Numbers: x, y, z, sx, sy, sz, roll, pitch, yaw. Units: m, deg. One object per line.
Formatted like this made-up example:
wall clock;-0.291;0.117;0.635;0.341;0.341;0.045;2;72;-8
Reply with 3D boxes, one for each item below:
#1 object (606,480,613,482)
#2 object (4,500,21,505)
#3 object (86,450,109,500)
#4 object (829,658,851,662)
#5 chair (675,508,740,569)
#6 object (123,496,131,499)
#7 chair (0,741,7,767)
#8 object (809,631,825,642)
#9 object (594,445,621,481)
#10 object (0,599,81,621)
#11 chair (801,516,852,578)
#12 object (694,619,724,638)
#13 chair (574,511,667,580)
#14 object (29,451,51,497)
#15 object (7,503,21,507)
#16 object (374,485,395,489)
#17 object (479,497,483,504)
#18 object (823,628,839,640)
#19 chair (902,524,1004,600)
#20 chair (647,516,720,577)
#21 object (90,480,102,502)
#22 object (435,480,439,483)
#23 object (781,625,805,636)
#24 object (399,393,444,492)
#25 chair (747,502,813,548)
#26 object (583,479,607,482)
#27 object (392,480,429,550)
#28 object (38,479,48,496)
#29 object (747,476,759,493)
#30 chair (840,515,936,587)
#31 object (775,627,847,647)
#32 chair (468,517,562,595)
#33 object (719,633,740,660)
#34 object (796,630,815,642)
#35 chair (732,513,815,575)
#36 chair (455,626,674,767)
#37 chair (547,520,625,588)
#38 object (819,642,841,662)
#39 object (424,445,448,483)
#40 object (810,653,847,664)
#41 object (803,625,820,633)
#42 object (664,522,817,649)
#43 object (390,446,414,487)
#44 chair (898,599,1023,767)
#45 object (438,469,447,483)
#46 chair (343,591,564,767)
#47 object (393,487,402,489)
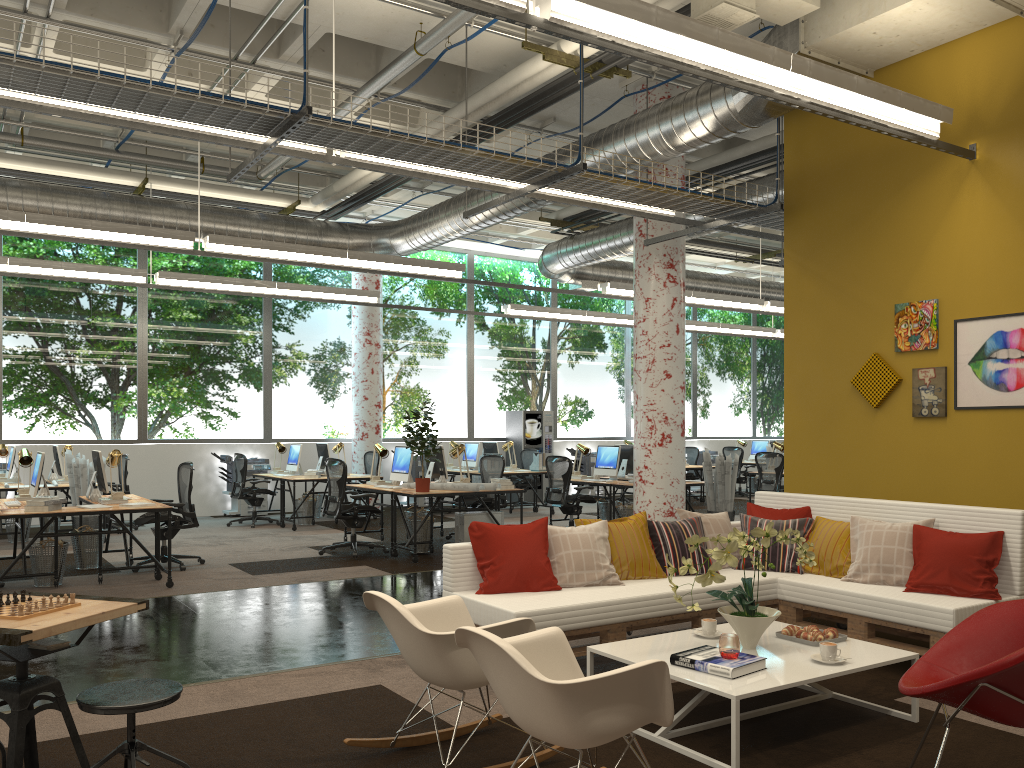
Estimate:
object;1.299;1.290;11.781;0.106;0.029;0.059;2;-3;-32
object;-4.637;1.107;8.223;0.118;0.017;0.439;2;-4;-33
object;-4.134;0.906;8.828;0.190;0.485;0.484;0;-1;-33
object;1.514;1.274;4.080;0.132;0.011;0.028;1;-3;-16
chair;1.425;1.095;6.253;0.545;0.437;0.335;1;-1;-28
object;-3.934;1.144;8.927;0.118;0.017;0.439;2;-4;-33
chair;-2.160;1.334;3.346;0.346;0.497;0.338;0;-1;17
object;1.560;1.286;4.512;0.064;0.055;0.121;0;-3;-11
object;1.328;1.084;12.159;0.190;0.485;0.484;0;-1;-33
object;-1.770;0.813;3.198;0.273;0.012;0.273;-1;-3;17
chair;2.154;1.104;5.924;0.366;0.381;0.521;1;-2;-36
object;1.033;1.277;4.639;0.160;0.090;0.160;0;-2;-8
chair;0.712;1.067;5.782;0.546;0.438;0.316;1;-1;-21
object;-4.436;0.879;8.322;0.190;0.485;0.484;0;-1;-33
object;-4.465;1.085;7.943;0.106;0.029;0.059;2;-3;-32
object;-1.468;1.196;10.304;0.118;0.017;0.439;2;-4;-33
object;-0.477;1.986;15.014;0.353;0.435;0.359;1;-2;-36
object;1.646;1.288;4.567;0.072;0.062;0.136;0;-3;14
chair;2.611;1.054;5.225;0.519;0.395;0.335;-1;-2;35
chair;1.116;1.110;5.970;0.523;0.408;0.341;1;-1;-17
object;-4.002;1.027;8.512;0.101;0.209;0.101;0;-1;12
object;-0.937;1.242;11.288;0.106;0.029;0.059;2;-3;-32
object;1.460;1.289;4.620;0.135;0.061;0.072;1;-2;-13
object;-0.986;0.628;9.553;0.439;1.077;0.514;0;-1;-42
chair;1.925;1.090;6.406;0.534;0.437;0.287;-1;-1;30
object;1.127;1.312;12.060;0.118;0.017;0.439;2;-4;-33
object;-1.173;1.470;10.425;0.104;0.933;0.849;0;-1;-38
object;-4.569;1.034;8.638;0.101;0.209;0.101;0;-1;12
object;5.478;2.250;19.953;0.353;0.435;0.359;1;-2;-36
chair;2.366;1.054;5.575;0.526;0.427;0.312;-1;-2;36
object;1.547;1.306;4.581;0.267;0.026;0.267;2;-4;-33
chair;0.006;1.040;5.343;0.534;0.444;0.301;1;-1;-17
object;0.985;1.190;4.012;0.094;0.106;0.094;0;-1;18
object;1.485;1.285;4.518;0.070;0.060;0.131;0;-3;-11
chair;1.807;1.114;6.135;0.516;0.392;0.358;-1;-2;26
chair;0.182;1.197;3.112;0.794;0.753;0.614;1;-2;-33
chair;0.409;1.073;5.549;0.525;0.401;0.332;0;-1;-14
object;1.477;1.247;4.124;0.086;0.085;0.079;0;-1;-4
object;-0.965;0.995;10.909;0.190;0.485;0.484;0;-1;-33
object;1.473;1.284;4.124;0.160;0.020;0.160;-1;-3;21
object;1.579;1.293;4.644;0.064;0.055;0.121;0;-3;-11
object;1.159;1.001;4.403;0.788;0.616;0.418;1;-1;-21
object;-1.267;0.968;10.403;0.190;0.485;0.484;0;-1;-33
chair;1.755;1.169;3.228;0.636;0.812;0.835;-1;-2;31
object;-0.832;1.117;10.593;0.101;0.209;0.101;0;-1;12
chair;-0.249;1.233;3.780;0.794;0.753;0.614;1;-2;-33
object;-1.296;1.175;10.024;0.106;0.029;0.059;2;-3;-32
